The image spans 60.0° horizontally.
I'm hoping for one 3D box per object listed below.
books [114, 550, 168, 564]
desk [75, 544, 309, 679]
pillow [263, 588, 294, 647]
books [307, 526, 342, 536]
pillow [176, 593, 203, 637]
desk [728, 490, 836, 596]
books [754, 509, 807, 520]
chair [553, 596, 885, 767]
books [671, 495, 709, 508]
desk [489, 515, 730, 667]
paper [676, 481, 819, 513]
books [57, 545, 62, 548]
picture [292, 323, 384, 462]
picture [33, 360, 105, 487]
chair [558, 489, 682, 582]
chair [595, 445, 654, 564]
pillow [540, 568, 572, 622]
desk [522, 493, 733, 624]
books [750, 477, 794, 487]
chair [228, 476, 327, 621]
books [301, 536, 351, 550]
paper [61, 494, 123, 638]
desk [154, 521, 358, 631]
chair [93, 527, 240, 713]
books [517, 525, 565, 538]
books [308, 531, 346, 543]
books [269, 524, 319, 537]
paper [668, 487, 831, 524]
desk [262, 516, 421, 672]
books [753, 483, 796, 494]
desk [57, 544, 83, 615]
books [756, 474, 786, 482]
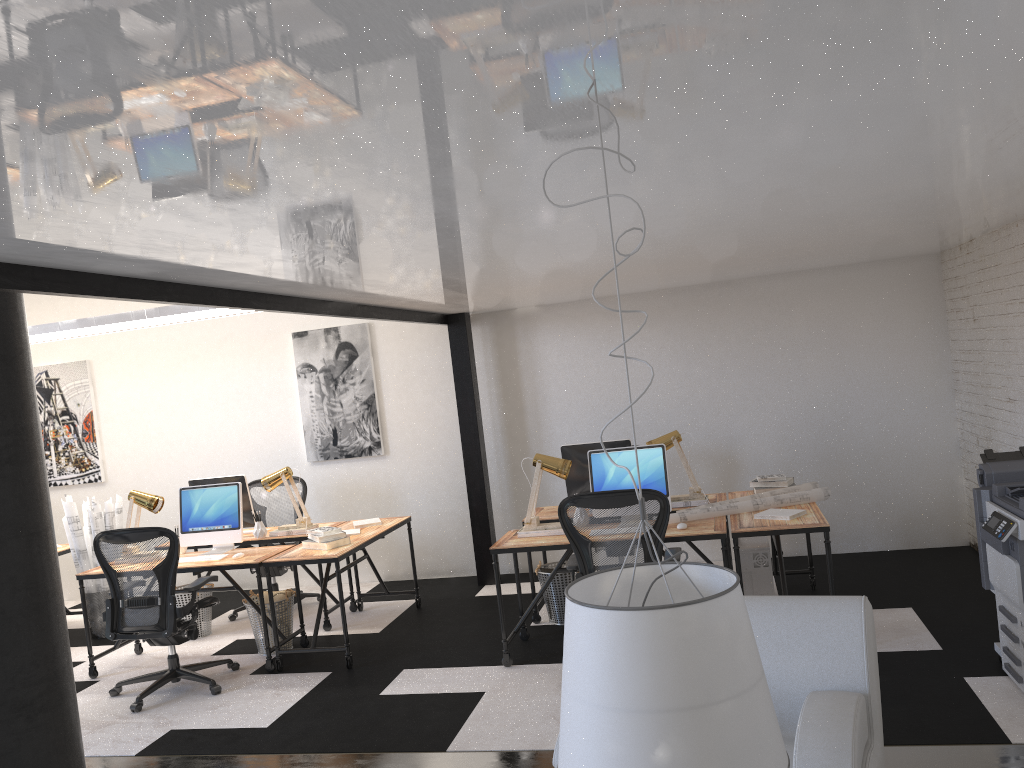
[{"bbox_3d":[-2.622,1.230,6.304,0.309,0.038,0.225,-6,1,13],"label":"books"},{"bbox_3d":[-2.193,1.568,6.122,1.401,0.725,0.529,-6,1,13],"label":"desk"},{"bbox_3d":[-1.660,1.664,6.291,0.239,0.407,0.119,-6,2,14],"label":"pillow"},{"bbox_3d":[-1.273,0.995,6.006,0.185,0.030,0.152,-6,1,41],"label":"books"},{"bbox_3d":[-2.492,1.752,6.786,0.239,0.407,0.119,-6,2,14],"label":"pillow"},{"bbox_3d":[1.675,1.128,5.578,0.529,0.725,1.400,-6,1,13],"label":"desk"},{"bbox_3d":[1.581,0.769,5.231,0.200,0.024,0.235,-7,1,-43],"label":"books"},{"bbox_3d":[0.743,1.251,3.114,1.007,0.785,1.024,-6,1,25],"label":"chair"},{"bbox_3d":[1.173,0.795,6.002,0.309,0.038,0.225,-6,1,13],"label":"books"},{"bbox_3d":[0.635,1.251,5.385,1.401,0.725,0.529,-6,1,13],"label":"desk"},{"bbox_3d":[1.482,0.743,5.612,1.133,0.082,0.083,-7,1,-22],"label":"paper"},{"bbox_3d":[-3.921,1.375,7.418,0.243,0.019,0.205,-7,1,-39],"label":"books"},{"bbox_3d":[-1.570,0.083,7.984,0.731,1.184,0.049,-6,2,13],"label":"picture"},{"bbox_3d":[-4.375,0.398,8.651,0.731,1.184,0.049,-6,2,13],"label":"picture"},{"bbox_3d":[0.599,1.085,4.886,0.770,1.086,0.792,-7,1,-3],"label":"chair"},{"bbox_3d":[0.828,1.030,6.695,0.770,1.086,0.792,-7,1,-3],"label":"chair"},{"bbox_3d":[0.336,1.436,6.048,0.239,0.407,0.119,-6,2,14],"label":"pillow"},{"bbox_3d":[0.832,1.216,6.207,1.401,0.725,0.529,-6,1,13],"label":"desk"},{"bbox_3d":[1.779,0.672,6.072,0.257,0.044,0.192,-6,1,31],"label":"books"},{"bbox_3d":[-2.000,1.346,7.432,0.770,1.086,0.792,-7,1,-3],"label":"chair"},{"bbox_3d":[-1.258,1.072,5.992,0.272,0.050,0.200,-6,1,41],"label":"books"},{"bbox_3d":[-3.369,1.449,7.212,0.440,1.198,0.412,-7,2,-9],"label":"paper"},{"bbox_3d":[-1.996,1.532,6.944,1.401,0.725,0.529,-6,1,13],"label":"desk"},{"bbox_3d":[-2.230,1.401,5.623,0.770,1.086,0.792,-7,1,-3],"label":"chair"},{"bbox_3d":[0.206,0.914,5.567,0.309,0.038,0.225,-6,1,13],"label":"books"},{"bbox_3d":[-1.258,1.024,6.017,0.192,0.044,0.257,-7,1,-29],"label":"books"},{"bbox_3d":[-1.655,1.111,6.739,0.309,0.038,0.225,-6,1,13],"label":"books"},{"bbox_3d":[1.444,0.750,5.449,1.133,0.082,0.083,-7,1,-12],"label":"paper"},{"bbox_3d":[-1.153,1.444,6.315,0.529,0.725,1.400,-6,1,13],"label":"desk"},{"bbox_3d":[1.793,0.718,6.048,0.271,0.050,0.200,-6,1,11],"label":"books"},{"bbox_3d":[-3.966,1.760,6.939,0.529,0.725,1.400,-6,1,13],"label":"desk"},{"bbox_3d":[1.770,0.641,6.056,0.185,0.030,0.152,-6,1,11],"label":"books"}]
